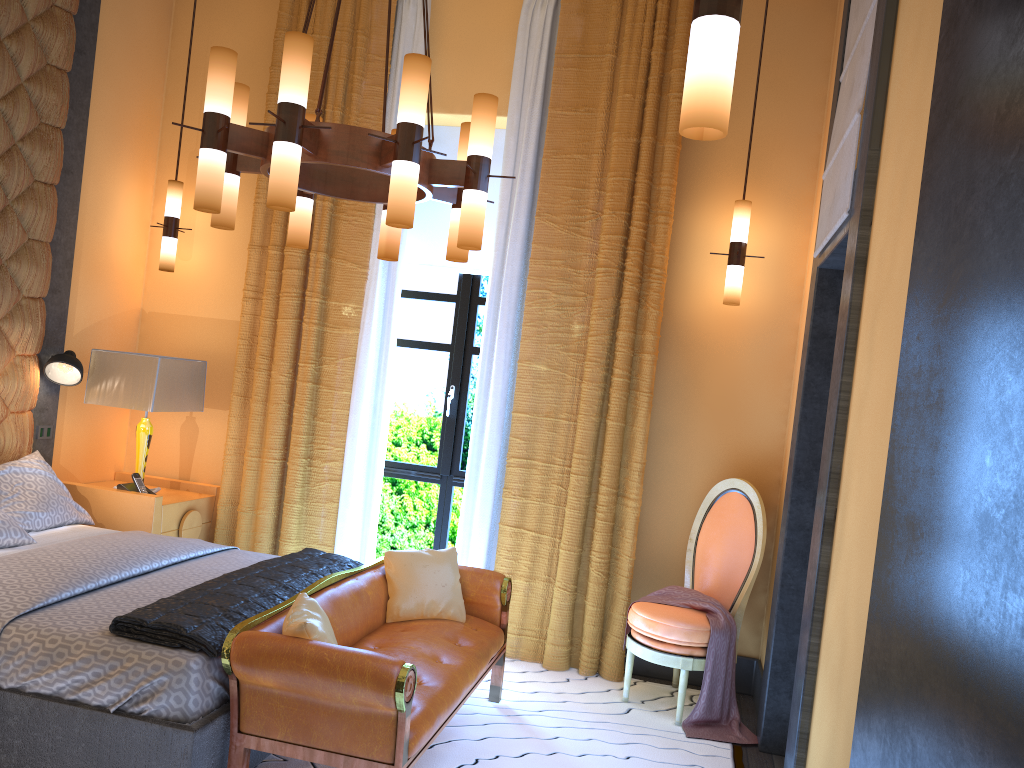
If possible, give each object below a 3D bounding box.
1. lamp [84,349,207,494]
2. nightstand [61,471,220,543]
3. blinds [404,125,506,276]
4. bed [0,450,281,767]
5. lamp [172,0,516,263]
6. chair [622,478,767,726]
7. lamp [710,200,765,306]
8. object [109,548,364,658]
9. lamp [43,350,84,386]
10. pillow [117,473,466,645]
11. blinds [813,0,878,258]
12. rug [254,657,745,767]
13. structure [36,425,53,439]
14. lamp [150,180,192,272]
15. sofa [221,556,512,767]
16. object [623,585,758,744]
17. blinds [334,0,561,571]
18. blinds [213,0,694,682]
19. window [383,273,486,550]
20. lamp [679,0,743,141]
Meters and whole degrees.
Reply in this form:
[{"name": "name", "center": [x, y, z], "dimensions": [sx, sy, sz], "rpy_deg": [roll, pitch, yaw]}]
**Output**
[{"name": "lamp", "center": [-2.069, 0.236, 4.987], "dimensions": [0.424, 0.803, 0.505], "rpy_deg": [7, 1, 12]}, {"name": "nightstand", "center": [-2.176, 0.915, 5.099], "dimensions": [0.720, 0.690, 0.680], "rpy_deg": [7, 0, 12]}, {"name": "blinds", "center": [-0.208, -1.092, 5.290], "dimensions": [1.199, 0.873, 0.013], "rpy_deg": [7, 1, 12]}, {"name": "bed", "center": [-1.782, 0.838, 3.718], "dimensions": [2.105, 0.825, 1.889], "rpy_deg": [7, 0, 12]}, {"name": "lamp", "center": [-0.492, -1.606, 3.190], "dimensions": [1.139, 2.169, 1.142], "rpy_deg": [7, 1, 35]}, {"name": "chair", "center": [0.891, 1.032, 4.391], "dimensions": [0.633, 1.147, 0.499], "rpy_deg": [6, 1, -45]}, {"name": "lamp", "center": [1.160, -0.673, 4.563], "dimensions": [0.199, 0.532, 0.199], "rpy_deg": [6, 1, -33]}, {"name": "object", "center": [-0.985, 0.824, 3.543], "dimensions": [0.405, 0.105, 1.461], "rpy_deg": [7, 0, 12]}, {"name": "lamp", "center": [-2.208, -0.053, 4.777], "dimensions": [0.568, 0.218, 0.231], "rpy_deg": [7, 0, -30]}, {"name": "pillow", "center": [-0.981, 0.813, 4.170], "dimensions": [1.148, 0.407, 2.624], "rpy_deg": [7, 0, -36]}, {"name": "blinds", "center": [1.351, -1.352, 3.485], "dimensions": [0.042, 1.577, 0.895], "rpy_deg": [7, 1, 12]}, {"name": "rug", "center": [-0.971, 1.391, 3.364], "dimensions": [3.700, 0.016, 3.388], "rpy_deg": [7, 0, 12]}, {"name": "structure", "center": [-2.496, 0.257, 4.732], "dimensions": [0.016, 0.071, 0.103], "rpy_deg": [7, 0, 12]}, {"name": "lamp", "center": [-2.015, -0.932, 5.241], "dimensions": [0.199, 0.532, 0.199], "rpy_deg": [6, 1, -33]}, {"name": "sofa", "center": [-0.472, 1.128, 3.514], "dimensions": [0.650, 0.640, 1.615], "rpy_deg": [7, 0, 12]}, {"name": "object", "center": [0.882, 1.310, 4.285], "dimensions": [0.429, 0.572, 0.802], "rpy_deg": [6, 0, -30]}, {"name": "blinds", "center": [-0.384, -0.590, 5.008], "dimensions": [2.049, 4.077, 0.236], "rpy_deg": [7, 1, 9]}, {"name": "blinds", "center": [-0.361, -0.610, 4.919], "dimensions": [2.449, 4.147, 0.134], "rpy_deg": [7, 1, 12]}, {"name": "window", "center": [-0.327, -0.035, 5.320], "dimensions": [1.199, 3.001, 0.130], "rpy_deg": [7, 1, 12]}, {"name": "lamp", "center": [0.377, -0.719, 1.607], "dimensions": [0.199, 0.532, 0.199], "rpy_deg": [6, 1, -33]}]
